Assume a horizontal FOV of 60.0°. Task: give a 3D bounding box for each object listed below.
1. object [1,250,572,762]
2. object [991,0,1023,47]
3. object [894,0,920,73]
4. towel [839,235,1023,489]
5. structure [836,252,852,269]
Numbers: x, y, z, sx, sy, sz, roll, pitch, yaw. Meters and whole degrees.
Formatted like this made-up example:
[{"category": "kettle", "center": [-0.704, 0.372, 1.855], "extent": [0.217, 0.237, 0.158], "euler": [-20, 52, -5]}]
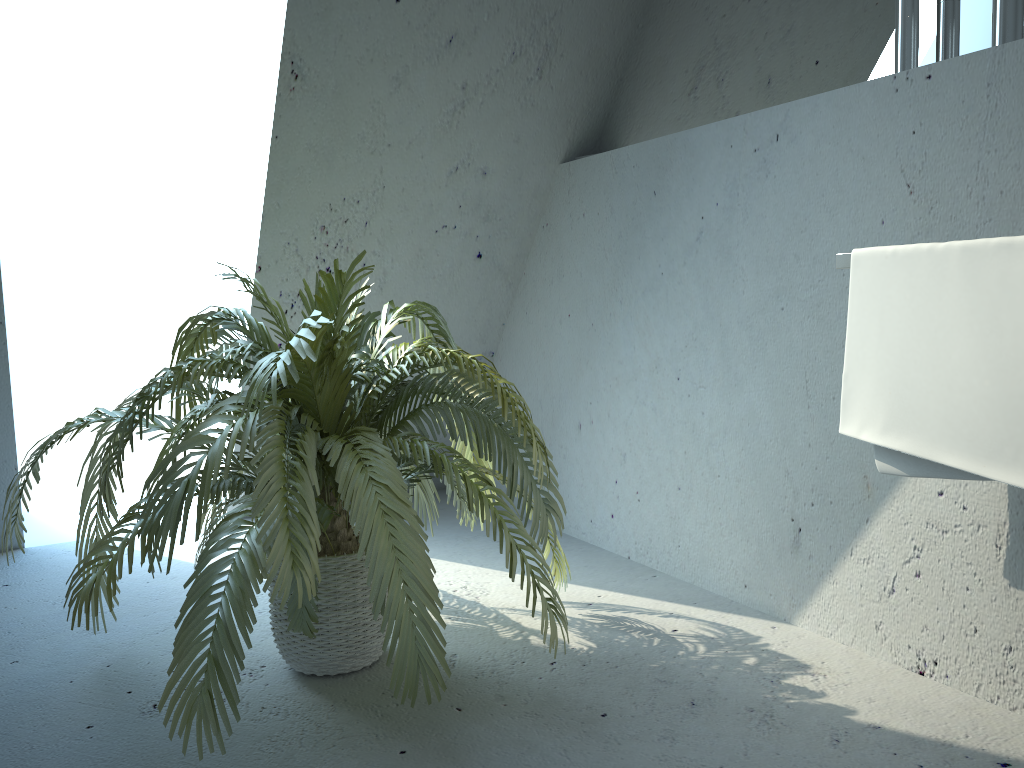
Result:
[{"category": "object", "center": [-0.408, 0.173, 1.912], "extent": [1.132, 0.893, 1.112], "euler": [3, 7, 38]}, {"category": "object", "center": [0.912, -0.695, 1.630], "extent": [0.052, 0.160, 0.052], "euler": [-7, 8, -44]}, {"category": "object", "center": [0.807, -0.742, 1.811], "extent": [0.045, 0.225, 0.045], "euler": [-7, 8, -44]}, {"category": "towel", "center": [0.752, -0.028, 1.511], "extent": [0.063, 0.429, 0.455], "euler": [-4, 6, -28]}, {"category": "structure", "center": [0.826, -0.225, 1.537], "extent": [0.206, 0.030, 0.480], "euler": [-5, 6, -29]}]
